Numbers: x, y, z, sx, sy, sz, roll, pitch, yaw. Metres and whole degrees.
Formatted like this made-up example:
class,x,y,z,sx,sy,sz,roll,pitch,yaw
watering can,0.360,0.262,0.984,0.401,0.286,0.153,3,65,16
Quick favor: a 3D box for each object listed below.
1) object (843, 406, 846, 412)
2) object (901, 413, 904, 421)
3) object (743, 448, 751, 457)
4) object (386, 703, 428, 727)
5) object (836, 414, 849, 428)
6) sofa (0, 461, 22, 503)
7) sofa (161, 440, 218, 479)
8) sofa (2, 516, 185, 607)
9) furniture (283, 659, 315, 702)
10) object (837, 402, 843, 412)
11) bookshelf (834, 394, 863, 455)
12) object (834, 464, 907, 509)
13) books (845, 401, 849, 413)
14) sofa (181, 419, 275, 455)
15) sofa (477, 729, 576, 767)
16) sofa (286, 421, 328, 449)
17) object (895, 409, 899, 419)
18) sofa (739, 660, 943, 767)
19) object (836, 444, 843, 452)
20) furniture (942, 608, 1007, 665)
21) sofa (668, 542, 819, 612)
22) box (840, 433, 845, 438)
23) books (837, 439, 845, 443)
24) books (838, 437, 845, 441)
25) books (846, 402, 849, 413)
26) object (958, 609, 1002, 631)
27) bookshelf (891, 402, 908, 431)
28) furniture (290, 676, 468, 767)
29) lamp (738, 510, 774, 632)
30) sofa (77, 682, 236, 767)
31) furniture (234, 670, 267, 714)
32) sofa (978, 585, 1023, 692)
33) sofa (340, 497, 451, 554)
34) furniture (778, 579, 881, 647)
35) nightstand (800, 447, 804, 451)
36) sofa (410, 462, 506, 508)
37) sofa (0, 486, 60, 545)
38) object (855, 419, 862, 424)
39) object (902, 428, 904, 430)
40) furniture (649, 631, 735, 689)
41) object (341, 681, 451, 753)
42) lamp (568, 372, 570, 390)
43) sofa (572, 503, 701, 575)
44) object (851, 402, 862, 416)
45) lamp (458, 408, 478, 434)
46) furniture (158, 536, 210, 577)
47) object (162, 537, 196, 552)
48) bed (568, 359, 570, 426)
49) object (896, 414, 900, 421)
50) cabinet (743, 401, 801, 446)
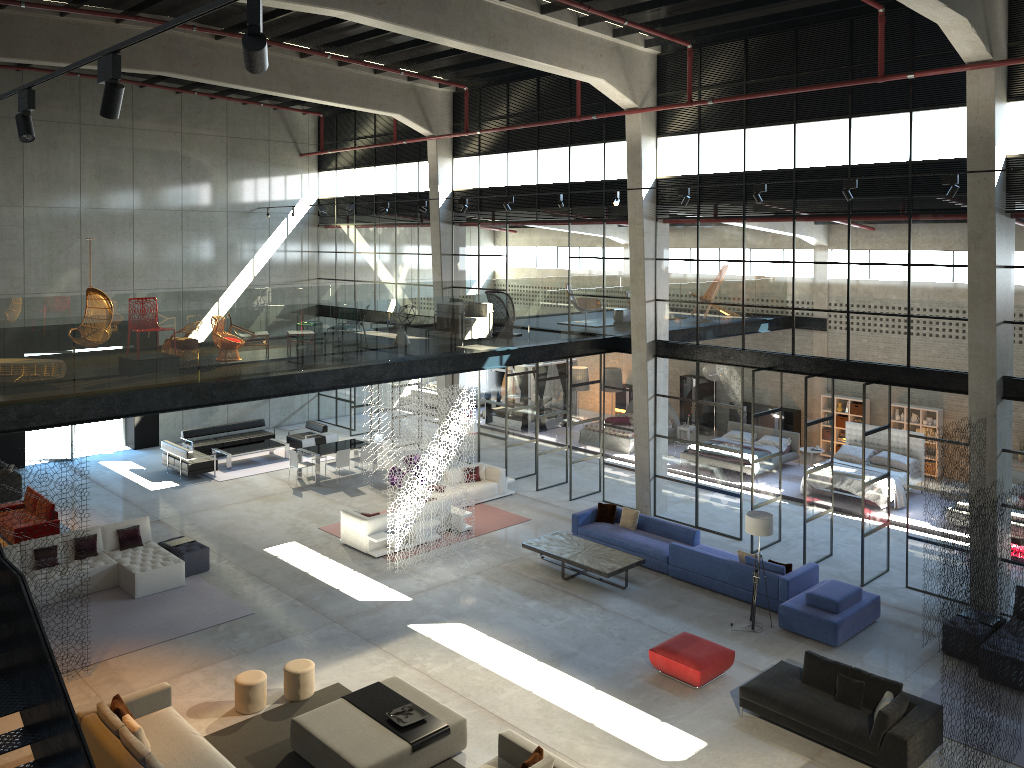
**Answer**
class,x,y,z,sx,sy,sz,roll,pitch,yaw
object,9.085,0.685,23.981,0.185,0.131,0.187,1,7,10
object,10.140,0.851,22.775,0.100,0.203,0.100,-1,3,-16
object,5.569,1.783,22.569,0.722,0.245,2.124,-8,12,-43
object,-1.228,3.883,10.263,0.388,0.036,0.389,-8,12,-40
object,9.068,1.020,23.908,0.325,0.296,0.325,-5,8,-43
sofa,-13.380,2.370,20.139,3.206,0.565,2.842,-8,12,-43
sofa,-8.295,1.905,22.550,0.824,0.754,1.661,-5,9,-43
sofa,-7.691,3.197,14.334,4.172,0.864,1.836,-8,12,-43
furniture,-2.807,3.900,11.574,0.401,0.398,0.403,4,6,36
object,8.936,0.638,23.916,0.154,0.247,0.155,3,4,38
bookshelf,9.071,1.230,23.927,0.330,1.750,1.245,-1,4,-44
object,7.847,2.271,20.142,0.654,0.654,2.296,-4,9,-40
books,9.159,0.615,23.854,0.253,0.319,0.087,-4,4,-44
sofa,-7.929,1.562,24.642,2.465,0.754,0.825,-8,10,-43
sofa,-0.521,4.238,8.563,2.348,0.718,1.059,-8,10,-43
sofa,-5.822,1.524,24.912,0.824,0.755,0.956,-5,8,-43
object,10.064,0.792,22.928,0.094,0.261,0.095,0,2,7
sofa,3.959,3.978,10.684,1.086,0.558,2.120,-7,11,-43
object,9.061,1.842,23.928,0.325,0.296,0.325,-5,8,-43
furniture,6.792,3.684,12.882,0.963,0.453,0.512,-6,8,-38
sofa,3.966,3.166,15.172,1.058,0.718,2.350,-6,11,-43
box,9.095,1.407,23.959,0.132,0.108,0.214,-6,9,-43
books,9.081,1.547,23.947,0.231,0.055,0.311,-8,12,-43
books,9.081,1.491,23.946,0.231,0.055,0.284,-8,12,-43
books,9.182,0.619,23.829,0.253,0.319,0.087,-4,4,-44
object,6.903,3.487,12.967,0.301,0.099,0.522,-7,11,-38
bookshelf,10.377,1.453,22.572,0.330,1.750,1.245,-1,4,-44
furniture,-1.560,4.113,10.299,1.545,0.396,1.457,-8,12,-43
lamp,3.765,2.915,13.580,0.430,1.737,0.670,2,3,44
sofa,-3.805,4.067,9.552,1.058,0.718,2.350,-6,11,-43
furniture,-3.354,3.949,11.265,0.402,0.398,0.403,-3,6,-29
sofa,8.411,3.767,11.127,1.834,0.864,4.176,-7,12,-43
sofa,-2.320,2.758,17.711,2.148,0.666,0.953,-8,10,-43
furniture,4.981,3.454,13.729,1.545,0.551,0.955,-8,11,-43
nightstand,7.493,1.990,21.923,0.602,0.697,0.606,2,5,18
sofa,-1.213,2.371,20.094,2.157,0.665,0.947,-8,10,-43
sofa,-9.814,2.682,17.612,0.820,0.810,1.976,-5,9,-43
object,9.372,1.013,23.625,0.058,0.133,0.261,-2,7,-44
object,10.146,1.262,22.738,0.099,0.202,0.099,-1,3,-27
furniture,2.499,3.823,12.184,0.859,0.374,0.860,-7,11,-43
object,-1.407,3.923,10.441,0.538,0.086,1.482,-8,13,-43
lamp,2.156,0.440,27.566,0.802,1.917,0.686,0,2,-2
sofa,2.353,2.941,16.878,1.059,0.601,2.350,-7,11,-43
object,9.344,0.666,23.614,0.325,0.296,0.325,-5,8,-43
lamp,-0.955,0.495,19.035,0.440,1.096,0.441,-1,3,-35
furniture,-5.996,3.135,16.014,0.964,0.453,0.512,7,9,41
object,-6.101,2.937,16.104,0.302,0.099,0.521,8,12,41
bed,0.583,0.247,28.225,2.323,2.070,2.260,-5,8,-43
object,10.027,0.869,22.799,0.110,0.156,0.110,-2,5,-32
cabinet,7.391,1.228,25.711,0.451,1.153,2.094,-2,7,-44
